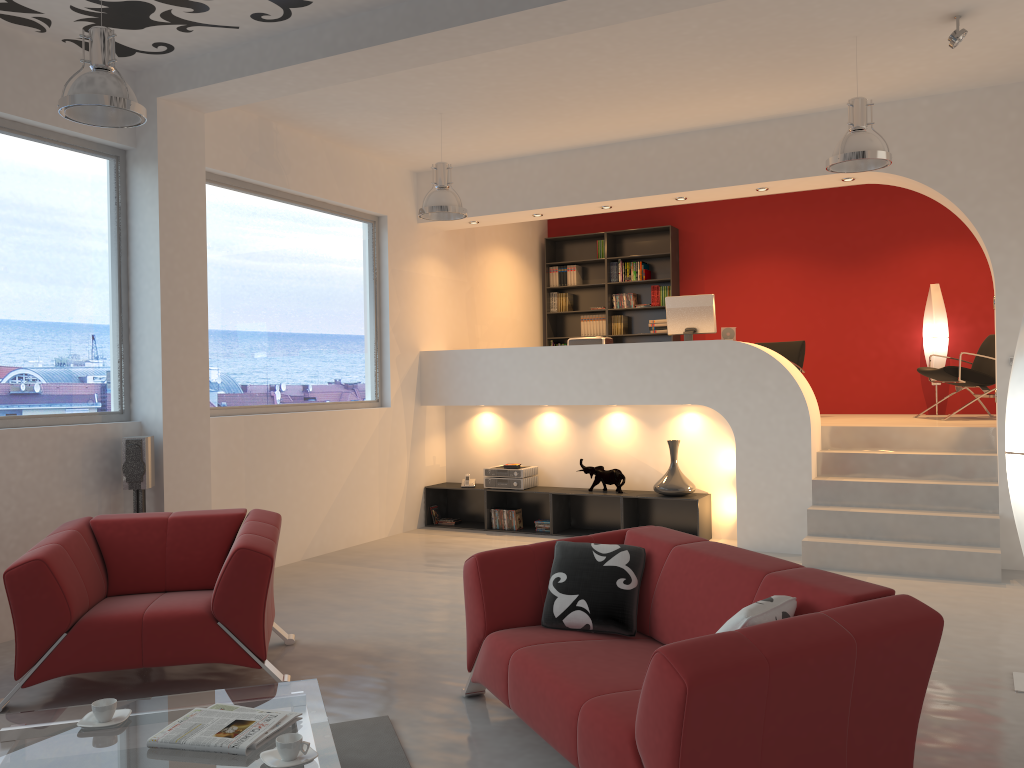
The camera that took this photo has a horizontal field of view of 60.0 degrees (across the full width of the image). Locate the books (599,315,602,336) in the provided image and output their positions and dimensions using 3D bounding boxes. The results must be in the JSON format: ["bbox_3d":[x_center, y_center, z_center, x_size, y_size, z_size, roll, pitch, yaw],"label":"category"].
[{"bbox_3d":[1.129,-0.719,10.930,0.040,0.260,0.200,-1,0,28],"label":"books"}]

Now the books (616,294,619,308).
[{"bbox_3d":[1.318,-1.003,10.850,0.031,0.190,0.135,-1,0,28],"label":"books"}]

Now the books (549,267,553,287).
[{"bbox_3d":[0.535,-1.341,11.236,0.040,0.260,0.200,-1,0,28],"label":"books"}]

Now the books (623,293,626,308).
[{"bbox_3d":[1.397,-1.004,10.808,0.031,0.190,0.135,-1,0,28],"label":"books"}]

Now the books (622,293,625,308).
[{"bbox_3d":[1.384,-1.004,10.815,0.031,0.190,0.135,-1,0,28],"label":"books"}]

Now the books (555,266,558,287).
[{"bbox_3d":[0.606,-1.342,11.199,0.040,0.260,0.200,-1,0,28],"label":"books"}]

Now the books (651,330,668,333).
[{"bbox_3d":[1.809,-0.620,10.559,0.260,0.040,0.200,-1,0,29],"label":"books"}]

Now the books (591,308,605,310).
[{"bbox_3d":[1.089,-0.926,10.972,0.190,0.015,0.135,-1,0,28],"label":"books"}]

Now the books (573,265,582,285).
[{"bbox_3d":[0.822,-1.346,11.085,0.040,0.260,0.200,-1,0,28],"label":"books"}]

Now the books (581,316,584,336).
[{"bbox_3d":[0.913,-0.715,11.044,0.040,0.260,0.200,-1,0,28],"label":"books"}]

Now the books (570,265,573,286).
[{"bbox_3d":[0.786,-1.345,11.104,0.040,0.260,0.200,-1,0,28],"label":"books"}]

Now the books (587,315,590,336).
[{"bbox_3d":[0.985,-0.716,11.006,0.040,0.260,0.200,-1,0,28],"label":"books"}]

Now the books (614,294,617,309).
[{"bbox_3d":[1.291,-1.002,10.864,0.031,0.190,0.135,-1,0,28],"label":"books"}]

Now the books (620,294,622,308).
[{"bbox_3d":[1.357,-1.004,10.829,0.031,0.190,0.135,-1,0,28],"label":"books"}]

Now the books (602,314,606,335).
[{"bbox_3d":[1.165,-0.719,10.911,0.040,0.260,0.200,-1,0,28],"label":"books"}]

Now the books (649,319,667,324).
[{"bbox_3d":[1.789,-0.740,10.553,0.260,0.040,0.200,-1,0,28],"label":"books"}]

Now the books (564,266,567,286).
[{"bbox_3d":[0.713,-1.344,11.142,0.040,0.260,0.200,-1,0,28],"label":"books"}]

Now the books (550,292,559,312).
[{"bbox_3d":[0.566,-1.023,11.237,0.090,0.256,0.181,-1,0,28],"label":"books"}]

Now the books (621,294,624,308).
[{"bbox_3d":[1.371,-1.004,10.822,0.031,0.190,0.135,-1,0,28],"label":"books"}]

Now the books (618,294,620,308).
[{"bbox_3d":[1.331,-1.003,10.843,0.031,0.190,0.135,-1,0,28],"label":"books"}]

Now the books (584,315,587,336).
[{"bbox_3d":[0.949,-0.716,11.025,0.040,0.260,0.200,-1,0,28],"label":"books"}]

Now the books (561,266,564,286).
[{"bbox_3d":[0.678,-1.344,11.161,0.040,0.260,0.200,-1,0,28],"label":"books"}]

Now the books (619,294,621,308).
[{"bbox_3d":[1.344,-1.003,10.836,0.031,0.190,0.135,-1,0,28],"label":"books"}]

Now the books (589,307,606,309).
[{"bbox_3d":[1.072,-0.941,10.980,0.190,0.015,0.135,-1,0,28],"label":"books"}]

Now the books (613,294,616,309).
[{"bbox_3d":[1.278,-1.002,10.871,0.031,0.190,0.135,-1,0,28],"label":"books"}]

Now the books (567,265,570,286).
[{"bbox_3d":[0.750,-1.345,11.123,0.040,0.260,0.200,-1,0,28],"label":"books"}]

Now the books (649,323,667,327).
[{"bbox_3d":[1.785,-0.700,10.565,0.260,0.040,0.200,-1,0,27],"label":"books"}]

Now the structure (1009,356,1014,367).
[{"bbox_3d":[3.616,-0.161,6.367,0.080,0.080,0.016,-1,0,28],"label":"structure"}]

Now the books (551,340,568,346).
[{"bbox_3d":[0.676,-0.407,11.160,0.341,0.286,0.231,-1,0,28],"label":"books"}]

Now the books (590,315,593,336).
[{"bbox_3d":[1.021,-0.717,10.987,0.040,0.260,0.200,-1,0,28],"label":"books"}]

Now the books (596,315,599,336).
[{"bbox_3d":[1.092,-0.718,10.949,0.040,0.260,0.200,-1,0,28],"label":"books"}]

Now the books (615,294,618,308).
[{"bbox_3d":[1.304,-1.003,10.857,0.031,0.190,0.135,-1,0,28],"label":"books"}]

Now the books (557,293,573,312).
[{"bbox_3d":[0.672,-1.017,11.180,0.146,0.240,0.170,-1,0,28],"label":"books"}]

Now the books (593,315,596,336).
[{"bbox_3d":[1.057,-0.717,10.968,0.040,0.260,0.200,-1,0,28],"label":"books"}]

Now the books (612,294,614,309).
[{"bbox_3d":[1.265,-1.002,10.878,0.031,0.190,0.135,-1,0,28],"label":"books"}]

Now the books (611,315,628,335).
[{"bbox_3d":[1.317,-0.712,10.844,0.146,0.240,0.170,-1,0,28],"label":"books"}]

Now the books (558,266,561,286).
[{"bbox_3d":[0.642,-1.343,11.180,0.040,0.260,0.200,-1,0,28],"label":"books"}]

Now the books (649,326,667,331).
[{"bbox_3d":[1.790,-0.660,10.565,0.260,0.040,0.200,-1,0,28],"label":"books"}]

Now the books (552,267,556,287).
[{"bbox_3d":[0.570,-1.342,11.217,0.040,0.260,0.200,-1,0,28],"label":"books"}]

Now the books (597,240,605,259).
[{"bbox_3d":[1.144,-1.642,10.925,0.146,0.240,0.170,-1,0,28],"label":"books"}]
